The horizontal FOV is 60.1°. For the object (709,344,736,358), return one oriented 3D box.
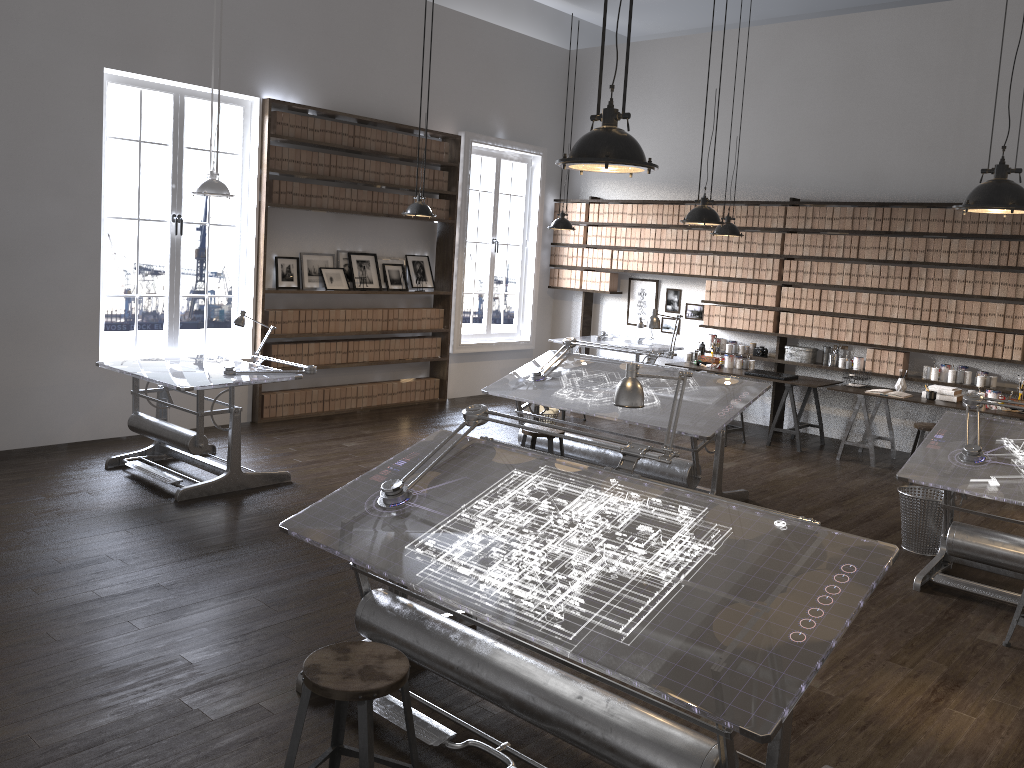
[{"bbox_3d":[2.298,-0.363,9.632,0.345,0.145,0.077,0,7,-26],"label":"object"}]

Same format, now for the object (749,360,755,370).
[{"bbox_3d":[2.543,-0.203,9.388,0.062,0.094,0.062,4,6,0],"label":"object"}]

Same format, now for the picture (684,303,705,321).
[{"bbox_3d":[2.103,-0.830,10.180,0.252,0.182,0.023,10,9,41],"label":"picture"}]

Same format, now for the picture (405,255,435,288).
[{"bbox_3d":[-1.028,-1.258,9.923,0.161,0.362,0.343,9,9,41],"label":"picture"}]

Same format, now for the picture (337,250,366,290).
[{"bbox_3d":[-1.665,-1.187,9.254,0.091,0.404,0.370,9,8,41],"label":"picture"}]

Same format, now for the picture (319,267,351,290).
[{"bbox_3d":[-1.798,-1.065,9.000,0.145,0.228,0.300,9,9,41],"label":"picture"}]

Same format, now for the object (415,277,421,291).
[{"bbox_3d":[-1.029,-1.090,9.689,0.040,0.165,0.066,9,8,41],"label":"object"}]

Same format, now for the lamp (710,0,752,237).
[{"bbox_3d":[2.054,-2.484,8.080,0.311,2.241,0.314,6,6,21],"label":"lamp"}]

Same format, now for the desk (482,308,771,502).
[{"bbox_3d":[0.797,0.079,6.927,2.289,1.379,1.078,10,9,41],"label":"desk"}]

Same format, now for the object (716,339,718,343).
[{"bbox_3d":[2.188,-0.389,9.563,0.055,0.192,0.006,8,7,40],"label":"object"}]

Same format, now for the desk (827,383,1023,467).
[{"bbox_3d":[3.767,0.464,8.022,1.675,0.666,0.657,11,10,41],"label":"desk"}]

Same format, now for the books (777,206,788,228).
[{"bbox_3d":[2.850,-1.737,9.249,0.067,0.224,0.175,9,8,41],"label":"books"}]

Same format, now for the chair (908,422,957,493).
[{"bbox_3d":[3.516,0.611,7.430,0.372,0.525,0.360,5,7,14],"label":"chair"}]

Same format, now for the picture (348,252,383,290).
[{"bbox_3d":[-1.543,-1.181,9.314,0.149,0.389,0.374,9,9,41],"label":"picture"}]

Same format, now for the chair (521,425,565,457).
[{"bbox_3d":[0.205,0.578,6.280,0.359,0.525,0.373,6,7,19],"label":"chair"}]

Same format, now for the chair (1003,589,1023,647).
[{"bbox_3d":[2.620,1.045,4.162,0.358,0.525,0.374,1,7,-20],"label":"chair"}]

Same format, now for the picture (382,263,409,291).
[{"bbox_3d":[-1.270,-1.162,9.643,0.127,0.289,0.290,9,9,41],"label":"picture"}]

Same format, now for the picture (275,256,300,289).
[{"bbox_3d":[-2.199,-1.089,8.682,0.058,0.313,0.267,8,8,41],"label":"picture"}]

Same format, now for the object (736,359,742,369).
[{"bbox_3d":[2.406,-0.211,9.386,0.062,0.094,0.062,3,7,-9],"label":"object"}]

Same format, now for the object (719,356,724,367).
[{"bbox_3d":[2.240,-0.237,9.462,0.050,0.111,0.049,8,8,38],"label":"object"}]

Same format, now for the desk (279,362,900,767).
[{"bbox_3d":[0.205,0.600,3.204,2.077,1.379,1.078,10,9,41],"label":"desk"}]

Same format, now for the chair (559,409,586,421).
[{"bbox_3d":[0.564,0.123,9.470,0.358,0.525,0.373,-2,9,-40],"label":"chair"}]

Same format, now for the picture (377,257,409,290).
[{"bbox_3d":[-1.307,-1.201,9.658,0.095,0.359,0.434,9,9,41],"label":"picture"}]

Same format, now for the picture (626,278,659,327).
[{"bbox_3d":[1.566,-0.976,10.638,0.417,0.572,0.040,9,8,41],"label":"picture"}]

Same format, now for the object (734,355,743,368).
[{"bbox_3d":[2.423,-0.239,9.495,0.094,0.127,0.095,-3,9,-45],"label":"object"}]

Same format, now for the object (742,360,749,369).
[{"bbox_3d":[2.476,-0.206,9.382,0.062,0.093,0.063,4,7,0],"label":"object"}]

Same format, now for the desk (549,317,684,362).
[{"bbox_3d":[1.226,-0.240,10.211,1.274,1.092,1.073,10,9,41],"label":"desk"}]

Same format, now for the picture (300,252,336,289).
[{"bbox_3d":[-1.948,-1.135,8.932,0.083,0.363,0.416,9,9,41],"label":"picture"}]

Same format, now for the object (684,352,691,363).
[{"bbox_3d":[1.921,-0.288,9.674,0.068,0.104,0.068,-3,9,-44],"label":"object"}]

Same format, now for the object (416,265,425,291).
[{"bbox_3d":[-1.011,-1.168,9.751,0.040,0.302,0.118,8,8,41],"label":"object"}]

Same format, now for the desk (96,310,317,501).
[{"bbox_3d":[-2.176,0.065,6.458,1.274,1.183,1.173,10,9,41],"label":"desk"}]

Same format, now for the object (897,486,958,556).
[{"bbox_3d":[2.650,0.884,5.697,0.353,0.376,0.355,0,8,-27],"label":"object"}]

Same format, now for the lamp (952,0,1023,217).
[{"bbox_3d":[1.932,-1.769,3.296,0.312,2.254,0.312,1,6,-24],"label":"lamp"}]

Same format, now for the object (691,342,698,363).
[{"bbox_3d":[1.986,-0.341,9.632,0.069,0.228,0.068,8,7,38],"label":"object"}]

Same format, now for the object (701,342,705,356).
[{"bbox_3d":[2.089,-0.352,9.749,0.069,0.228,0.068,8,7,38],"label":"object"}]

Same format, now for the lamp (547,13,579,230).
[{"bbox_3d":[0.599,-2.765,9.356,0.311,2.241,0.314,6,6,21],"label":"lamp"}]

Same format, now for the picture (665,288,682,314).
[{"bbox_3d":[1.888,-0.973,10.367,0.202,0.283,0.022,9,8,40],"label":"picture"}]

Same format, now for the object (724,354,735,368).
[{"bbox_3d":[2.316,-0.244,9.446,0.105,0.141,0.104,8,8,33],"label":"object"}]

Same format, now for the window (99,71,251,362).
[{"bbox_3d":[-2.954,-1.373,7.770,0.154,2.484,1.485,8,8,41],"label":"window"}]

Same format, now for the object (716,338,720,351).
[{"bbox_3d":[2.285,-0.442,9.852,0.050,0.139,0.051,8,8,39],"label":"object"}]

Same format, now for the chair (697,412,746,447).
[{"bbox_3d":[2.090,0.321,8.779,0.358,0.525,0.373,-2,9,-40],"label":"chair"}]

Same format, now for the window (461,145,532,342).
[{"bbox_3d":[-0.234,-1.645,10.653,0.154,2.298,1.246,8,8,41],"label":"window"}]

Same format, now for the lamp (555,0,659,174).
[{"bbox_3d":[0.356,-1.766,2.576,0.311,2.241,0.314,6,6,21],"label":"lamp"}]

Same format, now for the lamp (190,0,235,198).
[{"bbox_3d":[-2.101,-2.476,6.313,0.311,2.241,0.314,6,6,21],"label":"lamp"}]

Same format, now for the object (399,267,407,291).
[{"bbox_3d":[-1.174,-1.127,9.558,0.040,0.259,0.124,8,8,41],"label":"object"}]

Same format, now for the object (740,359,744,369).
[{"bbox_3d":[2.448,-0.215,9.432,0.045,0.100,0.044,9,8,41],"label":"object"}]

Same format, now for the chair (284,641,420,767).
[{"bbox_3d":[-0.471,1.084,2.624,0.359,0.525,0.373,6,7,19],"label":"chair"}]

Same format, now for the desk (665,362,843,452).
[{"bbox_3d":[2.451,0.210,9.181,1.675,0.666,0.657,11,10,41],"label":"desk"}]

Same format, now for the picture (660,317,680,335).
[{"bbox_3d":[1.862,-0.685,10.401,0.252,0.182,0.023,10,9,41],"label":"picture"}]

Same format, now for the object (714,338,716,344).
[{"bbox_3d":[2.176,-0.395,9.554,0.007,0.213,0.055,2,6,-14],"label":"object"}]

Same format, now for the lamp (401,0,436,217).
[{"bbox_3d":[-0.766,-2.620,7.823,0.311,2.241,0.314,6,6,21],"label":"lamp"}]

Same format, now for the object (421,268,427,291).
[{"bbox_3d":[-0.987,-1.156,9.823,0.040,0.260,0.111,8,8,41],"label":"object"}]

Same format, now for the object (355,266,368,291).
[{"bbox_3d":[-1.548,-1.086,9.118,0.040,0.259,0.175,8,8,41],"label":"object"}]

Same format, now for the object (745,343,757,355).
[{"bbox_3d":[2.588,-0.359,9.565,0.107,0.161,0.237,4,8,7],"label":"object"}]

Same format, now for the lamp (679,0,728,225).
[{"bbox_3d":[1.370,-2.206,5.941,0.312,2.241,0.312,1,6,-28],"label":"lamp"}]

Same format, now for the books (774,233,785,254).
[{"bbox_3d":[2.828,-1.464,9.282,0.067,0.224,0.175,9,8,41],"label":"books"}]

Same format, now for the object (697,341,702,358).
[{"bbox_3d":[2.033,-0.349,9.685,0.069,0.236,0.068,8,7,38],"label":"object"}]

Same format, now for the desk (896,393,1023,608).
[{"bbox_3d":[3.297,0.563,4.725,2.077,1.379,1.078,10,9,41],"label":"desk"}]
